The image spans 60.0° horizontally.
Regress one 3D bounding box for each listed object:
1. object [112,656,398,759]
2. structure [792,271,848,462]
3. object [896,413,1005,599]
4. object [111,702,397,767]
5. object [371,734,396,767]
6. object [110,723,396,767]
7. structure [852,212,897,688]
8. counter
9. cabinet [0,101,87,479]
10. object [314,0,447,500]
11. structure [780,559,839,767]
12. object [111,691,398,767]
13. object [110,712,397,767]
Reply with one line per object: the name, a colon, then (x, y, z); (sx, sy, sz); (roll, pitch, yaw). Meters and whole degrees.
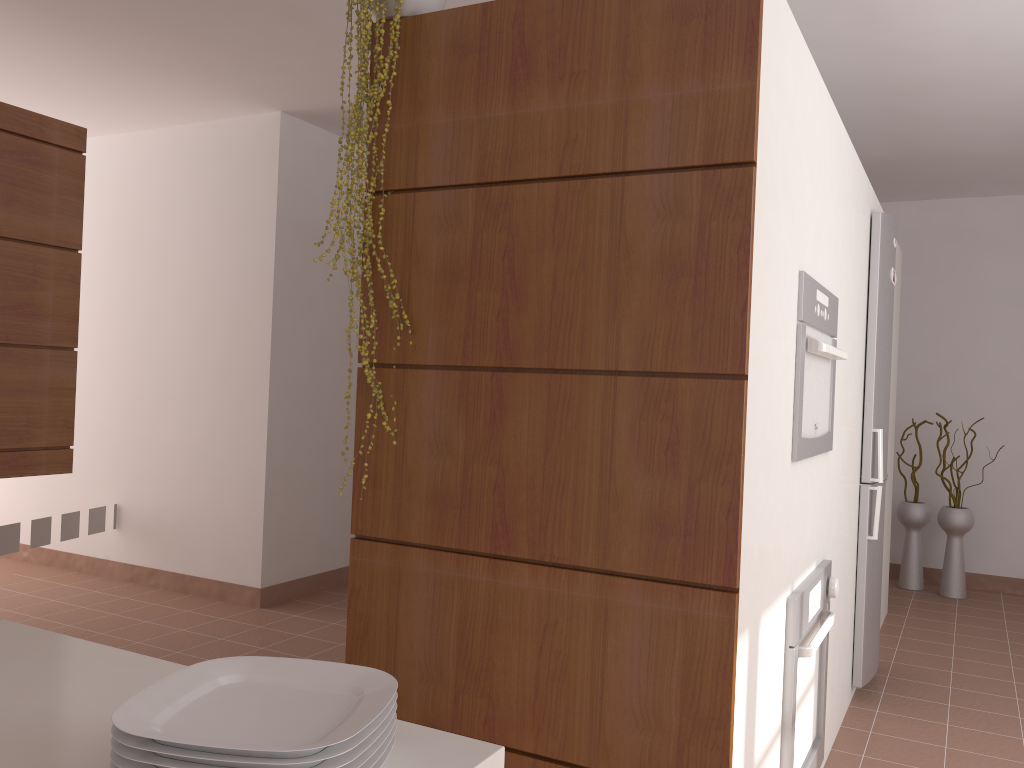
object: (-0.228, 0.298, 0.815); (0.228, 0.020, 0.228); (2, 0, 9)
structure: (0.840, -0.035, 2.369); (0.056, 0.454, 0.614); (2, 0, 27)
object: (2.668, 0.734, 5.399); (0.284, 1.112, 0.655); (3, 0, -43)
object: (-0.228, 0.318, 0.815); (0.228, 0.020, 0.228); (2, 0, 9)
object: (-0.230, 0.348, 0.815); (0.228, 0.020, 0.228); (2, 0, 9)
object: (-0.229, 0.338, 0.815); (0.228, 0.020, 0.228); (2, 0, 9)
structure: (1.522, 0.253, 3.679); (0.089, 1.862, 0.604); (2, 0, 27)
counter: (-0.884, 0.731, 0.135); (0.821, 0.800, 2.156); (2, 0, 27)
cabinet: (-2.923, -0.353, 1.164); (0.754, 1.200, 4.718); (2, 0, 27)
object: (-0.312, -0.406, 2.091); (0.297, 1.344, 0.279); (2, 0, -13)
structure: (0.802, 0.813, 2.372); (0.058, 0.592, 0.596); (2, 0, 28)
object: (-0.228, 0.308, 0.815); (0.228, 0.020, 0.228); (2, 0, 9)
object: (-0.229, 0.328, 0.815); (0.228, 0.020, 0.228); (2, 0, 9)
